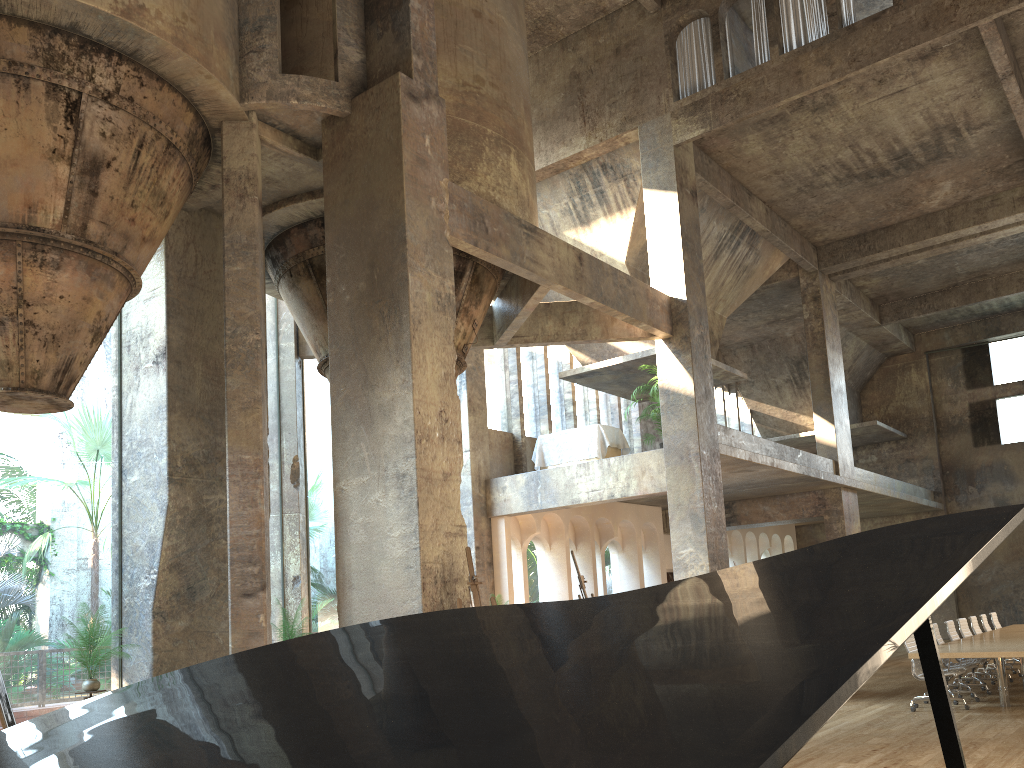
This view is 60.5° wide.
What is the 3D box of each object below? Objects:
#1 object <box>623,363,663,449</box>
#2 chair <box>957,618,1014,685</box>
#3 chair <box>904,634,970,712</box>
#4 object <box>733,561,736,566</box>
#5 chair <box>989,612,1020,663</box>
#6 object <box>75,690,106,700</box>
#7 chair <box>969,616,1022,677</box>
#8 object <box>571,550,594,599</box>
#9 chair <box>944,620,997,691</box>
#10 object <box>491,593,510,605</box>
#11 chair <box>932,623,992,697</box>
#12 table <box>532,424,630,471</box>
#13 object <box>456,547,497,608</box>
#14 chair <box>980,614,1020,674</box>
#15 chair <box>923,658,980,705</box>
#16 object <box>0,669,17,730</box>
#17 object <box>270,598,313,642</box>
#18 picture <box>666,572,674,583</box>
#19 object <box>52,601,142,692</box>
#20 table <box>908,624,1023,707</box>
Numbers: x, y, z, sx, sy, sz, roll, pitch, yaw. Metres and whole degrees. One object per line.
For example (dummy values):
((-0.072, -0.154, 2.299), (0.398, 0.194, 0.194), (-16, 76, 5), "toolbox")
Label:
((2.732, 0.383, 15.308), (1.421, 1.773, 1.366), (-13, -14, 42), "object")
((7.536, 4.241, 14.015), (0.669, 1.005, 0.709), (6, -13, -43), "chair")
((5.390, 3.633, 11.214), (0.708, 1.005, 0.670), (-12, -13, 42), "chair")
((3.636, 3.690, 13.107), (0.692, 2.104, 0.707), (-9, -10, 36), "object")
((9.235, 4.711, 16.191), (0.709, 1.005, 0.670), (-12, -13, 42), "chair")
((-4.264, 3.656, 9.079), (0.664, 0.953, 0.577), (-9, -11, 31), "object")
((8.087, 4.394, 14.724), (0.708, 1.005, 0.670), (-12, -13, 42), "chair")
((0.876, 2.734, 8.833), (0.684, 2.104, 0.715), (0, -9, -20), "object")
((6.992, 4.092, 13.324), (0.708, 1.005, 0.670), (-12, -13, 42), "chair")
((-0.301, 4.155, 15.533), (0.693, 0.921, 0.871), (-9, -12, 28), "object")
((6.414, 3.934, 12.594), (0.707, 1.005, 0.672), (-11, -12, 36), "chair")
((1.280, 1.285, 16.496), (1.772, 0.785, 1.126), (-13, -16, 37), "table")
((-0.203, 2.391, 7.284), (0.702, 2.104, 0.697), (1, -9, -26), "object")
((8.650, 4.550, 15.447), (0.708, 1.005, 0.671), (-12, -13, 40), "chair")
((5.894, 3.787, 11.915), (0.669, 1.005, 0.709), (6, -13, -43), "chair")
((-4.769, 2.855, 8.061), (0.685, 2.104, 0.715), (0, -9, -23), "object")
((-2.760, 3.131, 11.064), (0.870, 0.921, 0.694), (-12, -13, 39), "object")
((4.301, 5.634, 22.183), (0.070, 1.736, 1.517), (-9, -12, 37), "picture")
((-4.289, 2.717, 9.142), (0.861, 0.921, 0.701), (3, -12, -31), "object")
((7.838, 4.140, 13.192), (1.621, 0.743, 7.793), (-13, -17, 36), "table")
